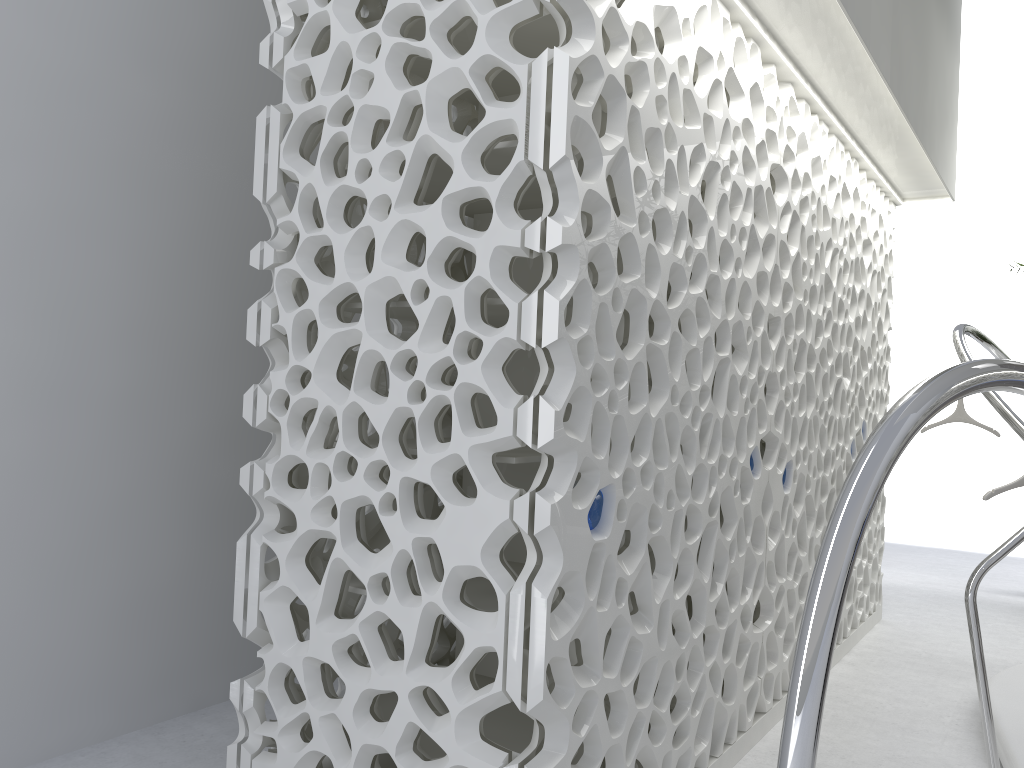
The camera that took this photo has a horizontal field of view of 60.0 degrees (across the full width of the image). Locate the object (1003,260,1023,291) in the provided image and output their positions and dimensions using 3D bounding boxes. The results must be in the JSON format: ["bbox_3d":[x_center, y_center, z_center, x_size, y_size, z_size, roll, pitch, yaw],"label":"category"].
[{"bbox_3d":[6.303,-0.072,5.305,4.097,4.038,4.664,3,-1,-8],"label":"object"}]

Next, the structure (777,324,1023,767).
[{"bbox_3d":[4.031,0.713,2.503,5.433,2.080,5.250,2,-1,28],"label":"structure"}]
